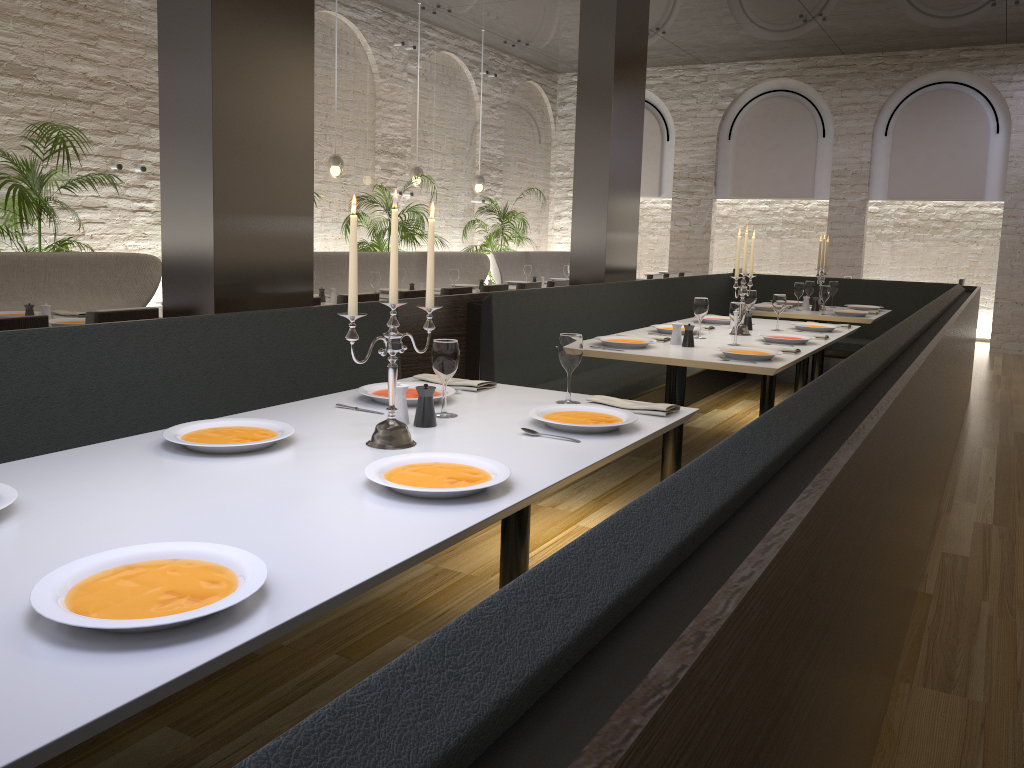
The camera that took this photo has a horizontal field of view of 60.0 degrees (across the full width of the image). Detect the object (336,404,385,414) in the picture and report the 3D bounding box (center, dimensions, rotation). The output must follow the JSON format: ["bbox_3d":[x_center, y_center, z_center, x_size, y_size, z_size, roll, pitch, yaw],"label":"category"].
[{"bbox_3d":[-0.465,0.076,2.715,0.185,0.010,0.017,7,10,29],"label":"object"}]

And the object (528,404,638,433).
[{"bbox_3d":[0.207,0.106,2.603,0.322,0.036,0.323,-6,13,-41],"label":"object"}]

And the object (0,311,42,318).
[{"bbox_3d":[-2.733,-0.370,4.868,0.322,0.036,0.323,3,10,7],"label":"object"}]

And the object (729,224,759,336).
[{"bbox_3d":[1.374,-0.619,5.254,0.132,0.653,0.391,8,10,39],"label":"object"}]

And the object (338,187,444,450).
[{"bbox_3d":[-0.303,-0.168,2.262,0.132,0.653,0.391,8,10,39],"label":"object"}]

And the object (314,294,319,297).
[{"bbox_3d":[-1.615,-0.671,6.863,0.322,0.036,0.323,4,10,11],"label":"object"}]

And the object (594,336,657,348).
[{"bbox_3d":[0.584,-0.213,4.568,0.322,0.036,0.323,7,11,26],"label":"object"}]

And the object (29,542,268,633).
[{"bbox_3d":[-0.524,0.303,1.298,0.321,0.036,0.323,3,10,5],"label":"object"}]

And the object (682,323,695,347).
[{"bbox_3d":[0.920,-0.252,4.612,0.069,0.126,0.069,-3,9,-29],"label":"object"}]

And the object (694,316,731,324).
[{"bbox_3d":[1.400,-0.432,6.025,0.322,0.036,0.323,6,10,24],"label":"object"}]

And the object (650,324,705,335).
[{"bbox_3d":[0.986,-0.321,5.286,0.322,0.036,0.323,-6,13,-41],"label":"object"}]

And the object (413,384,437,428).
[{"bbox_3d":[-0.247,0.061,2.530,0.069,0.126,0.069,5,8,22],"label":"object"}]

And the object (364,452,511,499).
[{"bbox_3d":[-0.163,0.206,1.943,0.321,0.036,0.323,3,10,5],"label":"object"}]

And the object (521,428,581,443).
[{"bbox_3d":[0.104,0.140,2.428,0.182,0.015,0.038,7,11,30],"label":"object"}]

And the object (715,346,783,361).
[{"bbox_3d":[1.137,-0.143,4.262,0.321,0.036,0.323,3,10,5],"label":"object"}]

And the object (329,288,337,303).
[{"bbox_3d":[-1.350,-0.672,6.688,0.059,0.109,0.059,5,8,20],"label":"object"}]

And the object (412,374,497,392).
[{"bbox_3d":[-0.207,-0.009,3.210,0.273,0.033,0.143,7,11,29],"label":"object"}]

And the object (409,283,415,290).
[{"bbox_3d":[-0.868,-0.826,7.690,0.059,0.109,0.059,5,8,20],"label":"object"}]

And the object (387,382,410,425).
[{"bbox_3d":[-0.327,0.056,2.546,0.069,0.126,0.069,5,8,22],"label":"object"}]

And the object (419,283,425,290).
[{"bbox_3d":[-0.785,-0.824,7.697,0.059,0.109,0.059,5,8,20],"label":"object"}]

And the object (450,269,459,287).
[{"bbox_3d":[-0.512,-0.903,7.860,0.086,0.229,0.087,-1,8,-19],"label":"object"}]

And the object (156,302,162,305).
[{"bbox_3d":[-2.181,-0.518,5.852,0.321,0.036,0.323,-3,11,-26],"label":"object"}]

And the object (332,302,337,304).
[{"bbox_3d":[-1.240,-0.581,6.447,0.182,0.015,0.038,7,11,30],"label":"object"}]

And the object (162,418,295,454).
[{"bbox_3d":[-0.716,0.136,2.249,0.321,0.036,0.323,3,10,5],"label":"object"}]

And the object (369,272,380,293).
[{"bbox_3d":[-1.065,-0.754,6.873,0.087,0.229,0.086,7,9,35],"label":"object"}]

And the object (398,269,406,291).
[{"bbox_3d":[-0.955,-0.871,7.588,0.086,0.229,0.087,-1,8,-19],"label":"object"}]

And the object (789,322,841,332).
[{"bbox_3d":[1.953,-0.363,5.719,0.322,0.036,0.323,6,10,24],"label":"object"}]

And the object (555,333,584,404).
[{"bbox_3d":[0.191,-0.050,2.934,0.086,0.229,0.087,8,10,40],"label":"object"}]

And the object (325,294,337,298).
[{"bbox_3d":[-1.433,-0.706,7.152,0.273,0.033,0.143,7,11,29],"label":"object"}]

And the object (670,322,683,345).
[{"bbox_3d":[0.872,-0.267,4.694,0.069,0.126,0.069,-4,10,-38],"label":"object"}]

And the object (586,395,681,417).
[{"bbox_3d":[0.393,0.066,2.880,0.273,0.033,0.143,7,11,29],"label":"object"}]

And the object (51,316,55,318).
[{"bbox_3d":[-2.650,-0.386,5.025,0.182,0.015,0.038,7,11,30],"label":"object"}]

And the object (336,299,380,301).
[{"bbox_3d":[-1.147,-0.612,6.603,0.322,0.036,0.323,4,10,11],"label":"object"}]

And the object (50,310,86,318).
[{"bbox_3d":[-2.551,-0.406,5.157,0.273,0.033,0.143,7,11,29],"label":"object"}]

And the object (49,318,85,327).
[{"bbox_3d":[-2.264,-0.311,4.608,0.322,0.036,0.323,3,10,7],"label":"object"}]

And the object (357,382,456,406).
[{"bbox_3d":[-0.346,0.037,2.909,0.322,0.036,0.323,-6,13,-41],"label":"object"}]

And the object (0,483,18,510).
[{"bbox_3d":[-1.077,0.233,1.604,0.321,0.036,0.323,3,10,5],"label":"object"}]

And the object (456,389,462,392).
[{"bbox_3d":[-0.254,0.017,3.089,0.182,0.015,0.038,7,11,30],"label":"object"}]

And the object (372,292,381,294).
[{"bbox_3d":[-1.143,-0.789,7.715,0.185,0.010,0.017,7,10,29],"label":"object"}]

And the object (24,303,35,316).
[{"bbox_3d":[-2.551,-0.373,4.687,0.059,0.109,0.059,5,8,20],"label":"object"}]

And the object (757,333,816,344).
[{"bbox_3d":[1.539,-0.251,4.980,0.322,0.036,0.323,-6,13,-41],"label":"object"}]

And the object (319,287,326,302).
[{"bbox_3d":[-1.434,-0.674,6.682,0.059,0.109,0.059,5,8,20],"label":"object"}]

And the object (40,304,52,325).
[{"bbox_3d":[-2.468,-0.372,4.693,0.059,0.109,0.059,5,8,20],"label":"object"}]

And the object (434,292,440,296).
[{"bbox_3d":[-0.582,-0.763,7.612,0.322,0.036,0.323,3,10,7],"label":"object"}]

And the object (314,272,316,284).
[{"bbox_3d":[-1.508,-0.723,6.602,0.086,0.229,0.086,0,8,-13],"label":"object"}]

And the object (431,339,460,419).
[{"bbox_3d":[-0.202,-0.017,2.666,0.086,0.229,0.087,8,10,40],"label":"object"}]
